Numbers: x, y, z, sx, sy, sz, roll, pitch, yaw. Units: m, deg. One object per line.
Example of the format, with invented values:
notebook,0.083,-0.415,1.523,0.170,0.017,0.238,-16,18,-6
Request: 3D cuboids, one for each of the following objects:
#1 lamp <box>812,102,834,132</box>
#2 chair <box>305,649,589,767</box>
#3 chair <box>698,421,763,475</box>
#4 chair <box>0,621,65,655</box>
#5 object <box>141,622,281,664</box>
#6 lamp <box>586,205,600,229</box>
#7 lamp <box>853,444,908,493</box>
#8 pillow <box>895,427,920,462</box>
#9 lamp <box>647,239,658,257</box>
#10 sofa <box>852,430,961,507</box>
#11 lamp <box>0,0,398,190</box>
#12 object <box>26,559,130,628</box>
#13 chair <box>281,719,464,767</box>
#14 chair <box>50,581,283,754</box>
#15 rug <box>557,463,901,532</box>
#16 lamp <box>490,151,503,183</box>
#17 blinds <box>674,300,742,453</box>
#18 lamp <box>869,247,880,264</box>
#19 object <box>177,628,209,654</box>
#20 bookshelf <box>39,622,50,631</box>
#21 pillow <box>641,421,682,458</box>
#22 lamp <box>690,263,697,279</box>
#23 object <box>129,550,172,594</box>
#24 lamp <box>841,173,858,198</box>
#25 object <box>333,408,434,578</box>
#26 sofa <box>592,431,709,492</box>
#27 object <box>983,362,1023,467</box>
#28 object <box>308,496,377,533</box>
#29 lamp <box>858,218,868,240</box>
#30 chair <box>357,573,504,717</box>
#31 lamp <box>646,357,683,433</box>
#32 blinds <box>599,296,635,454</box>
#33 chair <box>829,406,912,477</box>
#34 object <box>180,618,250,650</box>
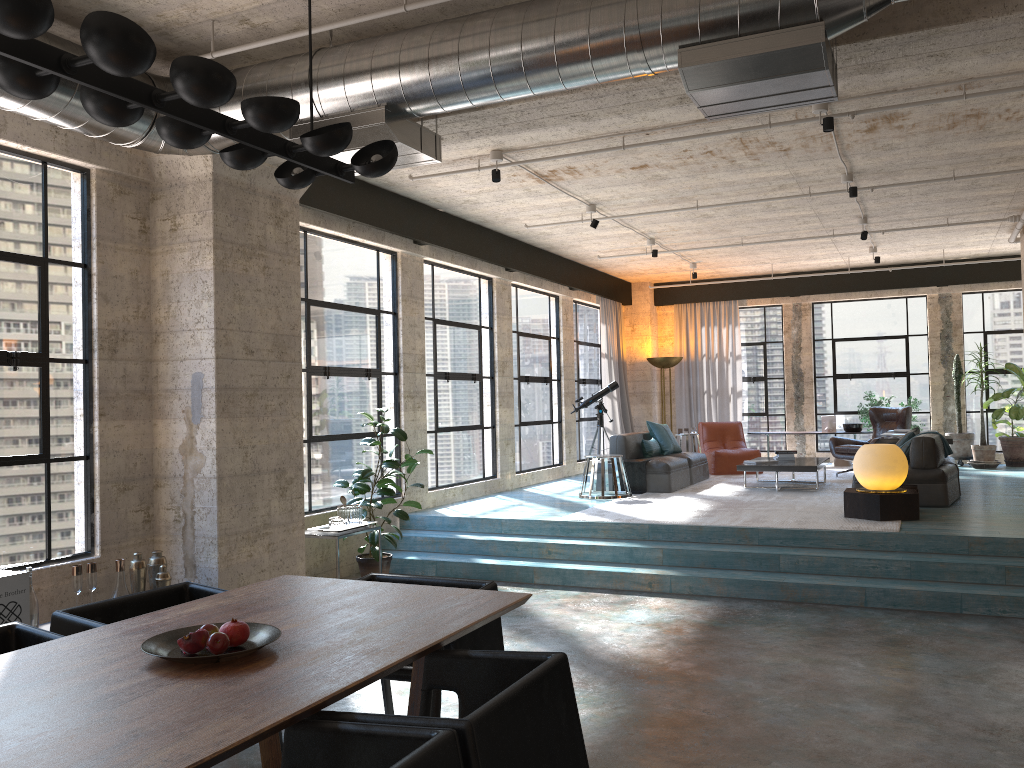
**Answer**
lamp,2.212,-1.902,6.314,0.141,0.215,0.107,-1,-1,7
chair,-0.172,1.243,2.670,0.754,0.738,0.707,-2,-1,25
chair,3.222,0.946,13.228,0.801,0.759,0.920,-1,-1,-5
chair,-1.915,1.292,3.084,0.754,0.738,0.707,-2,-2,30
object,-0.979,0.839,2.901,0.435,0.079,0.435,-1,-1,-28
lamp,0.866,-1.780,9.490,0.144,0.252,0.107,-2,-1,9
lamp,3.330,0.755,8.017,0.462,0.417,0.462,0,-2,-37
pillow,4.245,0.672,9.649,0.320,0.393,0.670,-2,-2,31
lamp,1.830,-1.768,11.577,0.143,0.223,0.107,0,-2,-31
sofa,4.262,0.867,9.556,1.019,0.680,2.063,-2,-1,25
lamp,-1.070,-1.492,2.948,0.583,1.327,1.813,-2,-1,25
object,-2.506,1.189,5.136,0.199,0.365,0.703,-2,-2,36
chair,-0.489,1.235,2.009,0.754,0.738,0.707,-2,-1,25
chair,-1.512,1.300,3.829,0.754,0.738,0.707,-2,-2,30
rug,3.393,1.262,11.225,2.954,0.032,7.768,-2,-1,25
lamp,-0.125,-1.813,7.414,0.107,0.236,0.145,-1,-1,8
blinds,3.364,-0.114,15.379,1.187,2.986,0.404,-2,-1,26
lamp,5.143,-1.820,12.578,0.143,0.223,0.107,-2,-2,38
object,-1.025,0.831,2.870,0.110,0.082,0.088,-1,-1,-25
bookshelf,-2.458,1.546,5.176,0.350,0.347,1.600,-2,-1,25
pillow,1.918,0.715,11.723,0.349,0.466,1.042,-2,-2,35
lamp,2.809,-1.742,13.688,0.143,0.223,0.107,0,-2,-42
object,-2.219,1.211,5.645,0.415,0.333,0.248,-1,-2,-29
lamp,3.194,-1.876,8.406,0.141,0.215,0.107,-1,-1,7
object,-1.158,0.984,7.763,0.886,1.552,0.514,-2,-1,12
sofa,1.851,0.969,11.606,1.019,0.680,2.063,-2,-1,25
object,7.513,0.455,13.176,0.817,1.543,0.921,-1,-1,-6
object,-1.371,1.053,7.214,0.327,0.253,0.546,-2,-1,25
lamp,4.166,-1.831,10.500,0.144,0.252,0.107,0,-2,-33
chair,-0.474,1.281,3.992,0.707,0.738,0.754,-2,-1,25
lamp,2.609,0.468,15.022,0.619,1.822,0.619,-2,-1,25
blinds,1.824,-0.099,14.878,0.384,2.985,1.131,-2,-1,25
chair,4.930,0.782,12.033,0.975,0.940,0.820,-1,-1,-25
object,-0.978,0.826,2.925,0.219,0.097,0.100,-1,-1,-21
